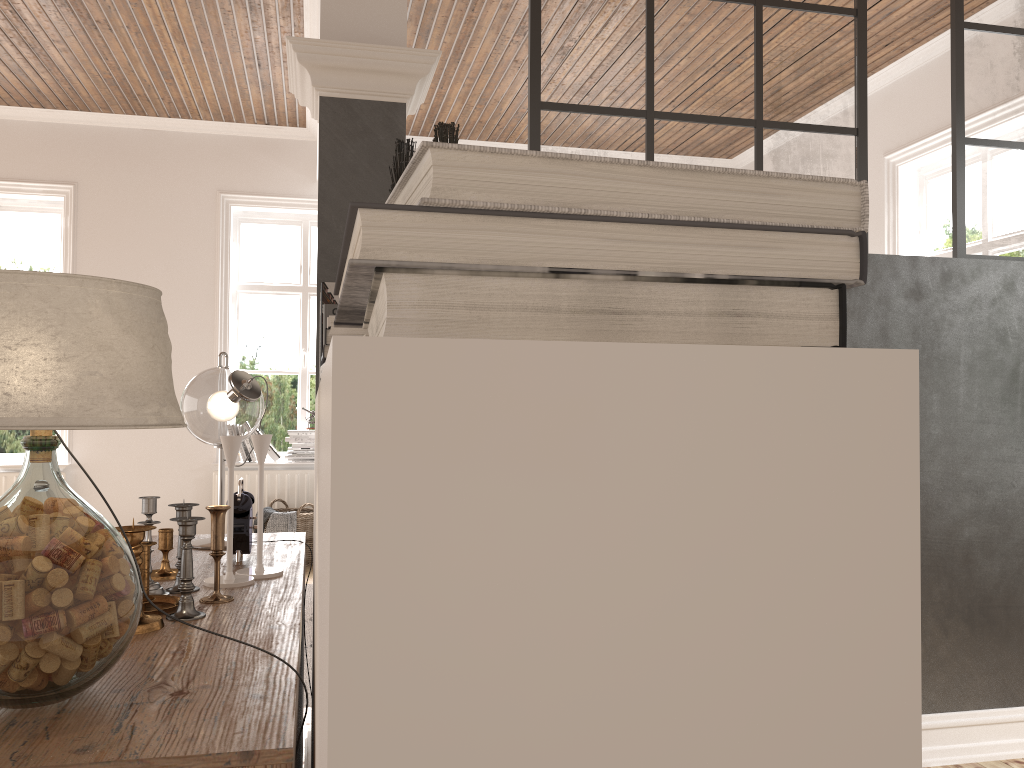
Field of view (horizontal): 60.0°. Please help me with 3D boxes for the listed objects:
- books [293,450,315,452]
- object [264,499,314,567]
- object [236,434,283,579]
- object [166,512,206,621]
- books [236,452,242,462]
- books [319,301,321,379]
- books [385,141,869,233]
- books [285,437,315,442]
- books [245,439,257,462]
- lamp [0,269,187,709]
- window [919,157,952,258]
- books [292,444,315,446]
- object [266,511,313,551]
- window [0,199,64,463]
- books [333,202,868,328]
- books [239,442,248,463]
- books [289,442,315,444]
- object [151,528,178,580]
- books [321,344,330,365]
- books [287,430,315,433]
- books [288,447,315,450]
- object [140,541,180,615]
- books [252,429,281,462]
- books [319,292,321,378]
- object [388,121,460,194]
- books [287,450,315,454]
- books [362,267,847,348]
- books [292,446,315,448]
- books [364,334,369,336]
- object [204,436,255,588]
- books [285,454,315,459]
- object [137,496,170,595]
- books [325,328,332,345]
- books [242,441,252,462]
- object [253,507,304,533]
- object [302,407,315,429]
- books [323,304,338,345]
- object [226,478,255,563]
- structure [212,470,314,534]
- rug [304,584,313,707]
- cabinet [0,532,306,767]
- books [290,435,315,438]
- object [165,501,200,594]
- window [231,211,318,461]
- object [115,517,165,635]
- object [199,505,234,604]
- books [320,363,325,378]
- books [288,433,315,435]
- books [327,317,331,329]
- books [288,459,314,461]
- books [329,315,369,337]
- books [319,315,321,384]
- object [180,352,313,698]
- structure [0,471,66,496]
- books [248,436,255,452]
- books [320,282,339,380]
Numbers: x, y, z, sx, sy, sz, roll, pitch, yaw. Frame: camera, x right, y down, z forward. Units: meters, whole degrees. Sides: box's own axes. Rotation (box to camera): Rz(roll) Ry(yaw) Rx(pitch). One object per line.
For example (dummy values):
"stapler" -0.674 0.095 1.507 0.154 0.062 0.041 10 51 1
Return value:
"books" -1.472 0.484 6.496 0.256 0.013 0.161 1 -2 -13
"object" -1.490 1.008 6.008 0.393 0.432 0.393 0 -2 9
"object" -0.462 0.221 1.630 0.084 0.256 0.084 2 -2 -35
"object" -0.474 0.263 1.294 0.055 0.153 0.055 2 -2 -36
"books" -2.000 0.441 6.396 0.093 0.239 0.172 1 -2 -13
"books" -0.379 -0.085 2.232 0.205 0.243 0.019 1 -2 -13
"books" 0.026 -0.073 0.464 0.191 0.023 0.242 1 -2 -16
"books" -1.512 0.406 6.514 0.296 0.028 0.180 1 -2 -13
"books" -1.896 0.453 6.415 0.101 0.218 0.161 1 -2 -13
"lamp" -0.500 0.113 0.939 0.291 0.435 0.291 1 -2 -11
"window" 2.538 -0.367 4.767 0.120 1.872 1.055 1 -2 -13
"books" -1.478 0.445 6.507 0.263 0.017 0.167 1 -2 -13
"object" -1.501 1.019 5.965 0.290 0.356 0.349 0 -2 17
"window" -3.666 -0.364 6.148 1.055 1.872 0.120 1 -2 -13
"books" 0.016 -0.050 0.470 0.212 0.023 0.258 1 -2 -13
"books" -1.955 0.444 6.395 0.112 0.235 0.172 1 -2 -13
"books" -1.489 0.428 6.519 0.288 0.016 0.182 1 -2 -13
"object" -0.629 0.306 1.610 0.088 0.085 0.088 1 -2 -8
"books" -0.220 -0.046 1.535 0.212 0.023 0.258 1 -2 -13
"books" -1.493 0.348 6.491 0.288 0.016 0.182 1 -2 -13
"books" -1.495 0.472 6.500 0.285 0.012 0.159 1 -2 -13
"object" -0.560 0.291 1.339 0.124 0.100 0.124 0 -2 10
"books" -1.792 0.436 6.437 0.226 0.255 0.176 1 -2 -13
"books" -0.398 -0.097 2.303 0.200 0.271 0.050 1 -2 -13
"object" -0.093 -0.140 0.972 0.079 0.286 0.252 0 -2 -3
"books" -1.500 0.499 6.514 0.288 0.016 0.182 1 -2 -13
"books" 0.021 -0.025 0.461 0.190 0.028 0.239 1 -2 -11
"books" -1.482 0.460 6.497 0.254 0.012 0.161 1 -2 -13
"books" -0.038 -0.022 0.733 0.187 0.014 0.248 1 -2 -15
"object" -0.492 0.219 1.548 0.084 0.256 0.084 2 -2 -35
"books" -1.492 0.531 6.499 0.331 0.025 0.176 1 -2 -13
"object" -0.587 0.263 1.434 0.066 0.160 0.066 -1 -2 37
"books" -0.225 -0.071 1.544 0.190 0.028 0.239 1 -2 -11
"books" -1.924 0.446 6.404 0.104 0.232 0.152 1 -2 -13
"object" -1.557 1.002 5.982 0.367 0.332 0.303 1 -2 -22
"object" -1.453 0.250 6.486 0.092 0.161 0.177 2 -2 -45
"books" -0.357 -0.076 2.083 0.171 0.219 0.047 1 -2 -13
"object" -0.549 0.272 1.794 0.050 0.165 0.120 1 -2 -13
"structure" -1.513 1.026 6.374 1.223 0.829 0.095 1 -2 -13
"rug" 0.105 1.185 4.478 2.474 0.003 2.254 1 -2 -13
"cabinet" -0.554 0.718 1.439 0.408 0.750 1.432 1 -2 -13
"books" -1.488 0.383 6.503 0.273 0.021 0.174 1 -2 -13
"object" -0.549 0.268 1.481 0.055 0.153 0.055 -1 -2 37
"window" -1.550 -0.337 6.622 1.055 1.872 0.120 1 -2 -13
"object" -0.525 0.261 1.227 0.085 0.152 0.085 1 -2 -9
"object" -0.467 0.269 1.407 0.052 0.148 0.052 -1 -2 28
"books" -0.231 -0.023 1.541 0.191 0.023 0.242 1 -2 -15
"books" -1.490 0.364 6.503 0.288 0.016 0.182 1 -2 -13
"books" -0.351 -0.061 2.056 0.152 0.185 0.045 1 -2 -13
"books" -1.493 0.550 6.488 0.285 0.012 0.159 1 -2 -13
"books" -0.038 -0.036 0.737 0.187 0.014 0.253 0 -2 -3
"books" -0.400 -0.066 2.178 0.141 0.203 0.044 1 -2 -13
"object" -0.542 0.459 1.966 0.395 1.062 0.180 0 -2 2
"structure" -3.632 0.999 5.899 1.223 0.829 0.095 1 -2 -13
"books" -1.858 0.457 6.418 0.118 0.213 0.161 1 -2 -13
"books" -0.349 -0.103 2.112 0.210 0.274 0.048 1 -2 -13
